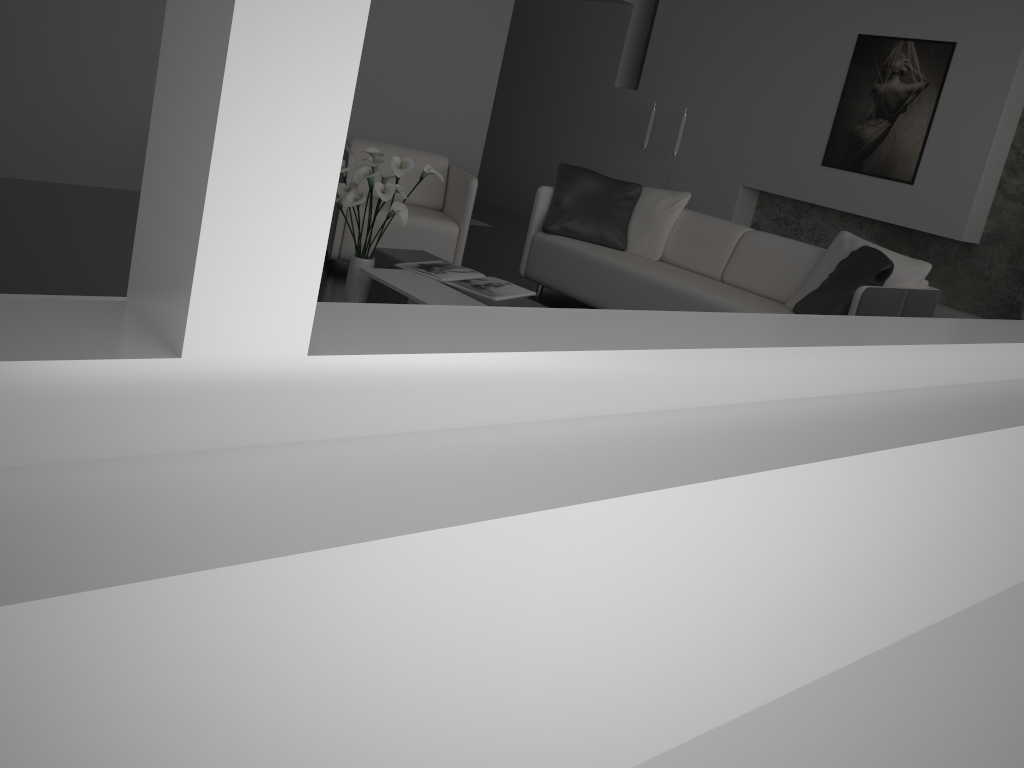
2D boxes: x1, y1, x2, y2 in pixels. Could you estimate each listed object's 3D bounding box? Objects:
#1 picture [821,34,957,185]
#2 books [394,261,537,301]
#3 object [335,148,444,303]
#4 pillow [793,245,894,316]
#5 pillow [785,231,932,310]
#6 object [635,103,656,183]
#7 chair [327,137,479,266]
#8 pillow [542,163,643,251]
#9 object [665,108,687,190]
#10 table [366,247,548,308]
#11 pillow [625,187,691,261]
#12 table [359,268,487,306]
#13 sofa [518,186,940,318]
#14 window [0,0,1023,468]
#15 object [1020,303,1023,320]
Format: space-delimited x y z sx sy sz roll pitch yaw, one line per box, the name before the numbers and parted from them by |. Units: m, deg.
picture | 2.719 -2.014 6.414 0.004 0.981 0.766 3 16 -41
books | -0.204 -0.470 3.924 0.557 0.016 0.362 22 19 27
object | -0.629 -0.617 3.839 0.384 0.778 0.449 20 15 30
pillow | 1.659 -0.471 4.367 0.334 0.426 0.565 13 15 3
pillow | 1.795 -0.513 4.606 0.298 0.495 0.604 3 18 -37
object | 1.125 -1.844 7.952 0.179 1.363 0.185 3 15 -41
chair | -0.712 -1.111 5.415 0.763 0.645 0.948 8 16 -17
pillow | 0.518 -1.126 5.596 0.566 0.439 0.284 13 13 2
object | 1.322 -1.674 7.556 0.179 1.363 0.185 3 15 -41
table | -0.183 -0.282 3.892 0.298 0.306 1.292 0 21 -42
pillow | 0.809 -1.052 5.671 0.598 0.487 0.324 24 17 36
table | -0.254 -0.172 3.496 0.298 0.306 0.995 0 21 -42
sofa | 1.152 -0.608 5.136 0.919 0.645 2.299 -2 22 -42
window | 1.421 -0.704 1.720 8.047 1.397 0.113 -3 19 -41
object | 3.403 -0.402 5.716 0.216 0.186 0.221 -3 21 -46
